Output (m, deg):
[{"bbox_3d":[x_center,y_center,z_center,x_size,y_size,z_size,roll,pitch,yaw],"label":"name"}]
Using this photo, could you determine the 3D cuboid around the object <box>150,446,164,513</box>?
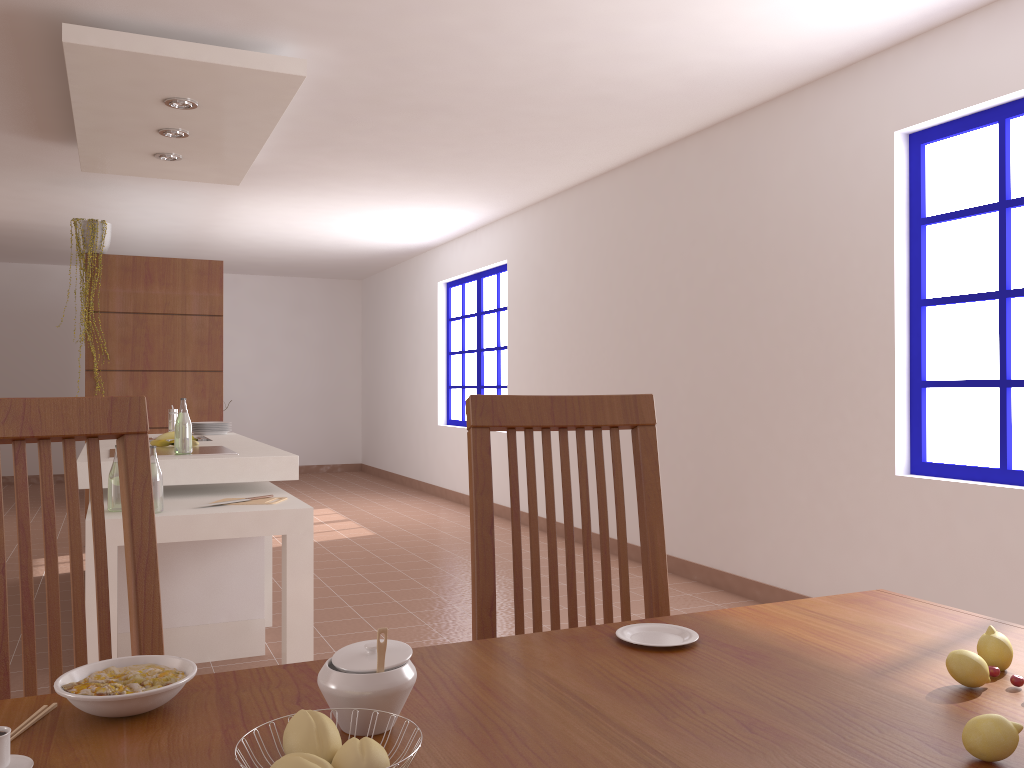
[{"bbox_3d":[-1.239,0.328,3.058,0.071,0.230,0.071,0,0,-43],"label":"object"}]

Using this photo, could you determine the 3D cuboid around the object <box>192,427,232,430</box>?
[{"bbox_3d":[-1.826,0.273,5.366,0.228,0.020,0.228,0,0,-42],"label":"object"}]

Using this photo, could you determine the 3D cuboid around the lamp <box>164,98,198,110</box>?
[{"bbox_3d":[-1.489,-1.280,3.991,0.143,0.059,0.143,0,0,-41],"label":"lamp"}]

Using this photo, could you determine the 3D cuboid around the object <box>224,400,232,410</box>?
[{"bbox_3d":[-3.619,0.579,10.491,0.655,1.112,0.284,0,0,-5],"label":"object"}]

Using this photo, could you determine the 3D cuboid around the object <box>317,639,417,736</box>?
[{"bbox_3d":[-0.142,0.297,0.870,0.096,0.079,0.096,0,0,-29],"label":"object"}]

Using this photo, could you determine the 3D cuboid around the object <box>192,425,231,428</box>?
[{"bbox_3d":[-1.826,0.263,5.366,0.228,0.020,0.228,0,0,-42],"label":"object"}]

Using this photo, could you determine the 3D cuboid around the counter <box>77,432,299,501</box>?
[{"bbox_3d":[-1.689,0.699,4.443,0.821,0.800,2.156,0,0,-24],"label":"counter"}]

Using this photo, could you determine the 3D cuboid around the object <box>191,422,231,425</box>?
[{"bbox_3d":[-1.827,0.242,5.366,0.228,0.020,0.228,0,0,-42],"label":"object"}]

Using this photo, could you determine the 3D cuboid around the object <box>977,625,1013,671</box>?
[{"bbox_3d":[0.571,0.313,1.049,0.038,0.053,0.039,0,0,11],"label":"object"}]

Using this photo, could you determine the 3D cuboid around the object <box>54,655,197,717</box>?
[{"bbox_3d":[-0.398,0.319,0.918,0.136,0.036,0.136,0,0,24],"label":"object"}]

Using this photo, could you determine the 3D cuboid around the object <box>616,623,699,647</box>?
[{"bbox_3d":[0.191,0.334,1.171,0.108,0.008,0.108,0,0,31],"label":"object"}]

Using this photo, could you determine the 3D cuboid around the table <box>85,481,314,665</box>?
[{"bbox_3d":[-1.253,0.769,3.483,0.737,0.647,1.003,0,0,-24],"label":"table"}]

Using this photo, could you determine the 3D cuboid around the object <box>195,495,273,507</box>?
[{"bbox_3d":[-1.027,0.435,3.301,0.041,0.008,0.375,0,0,33],"label":"object"}]

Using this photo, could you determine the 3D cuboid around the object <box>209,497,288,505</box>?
[{"bbox_3d":[-0.992,0.442,3.346,0.266,0.006,0.168,0,0,-7],"label":"object"}]

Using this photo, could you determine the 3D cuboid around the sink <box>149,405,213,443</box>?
[{"bbox_3d":[-1.864,0.296,4.828,0.404,0.368,0.668,0,0,-24],"label":"sink"}]

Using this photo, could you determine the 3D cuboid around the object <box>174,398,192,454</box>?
[{"bbox_3d":[-1.361,0.173,3.672,0.071,0.230,0.071,0,0,-43],"label":"object"}]

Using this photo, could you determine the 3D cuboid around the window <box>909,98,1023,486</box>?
[{"bbox_3d":[2.036,-0.340,2.960,0.035,1.430,1.699,0,0,-24],"label":"window"}]

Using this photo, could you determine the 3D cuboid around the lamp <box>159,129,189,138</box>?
[{"bbox_3d":[-1.697,-1.277,4.451,0.143,0.059,0.143,0,0,4],"label":"lamp"}]

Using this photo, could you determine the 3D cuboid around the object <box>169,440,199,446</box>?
[{"bbox_3d":[-1.562,0.280,4.216,0.207,0.033,0.060,0,0,21],"label":"object"}]

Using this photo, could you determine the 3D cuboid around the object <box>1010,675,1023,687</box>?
[{"bbox_3d":[0.559,0.329,0.981,0.014,0.012,0.014,0,0,-20],"label":"object"}]

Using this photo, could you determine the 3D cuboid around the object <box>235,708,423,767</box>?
[{"bbox_3d":[-0.150,0.315,0.731,0.151,0.041,0.151,0,0,26],"label":"object"}]

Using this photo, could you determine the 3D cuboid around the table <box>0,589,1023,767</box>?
[{"bbox_3d":[-0.024,0.705,0.686,1.800,0.740,0.900,0,0,-24],"label":"table"}]

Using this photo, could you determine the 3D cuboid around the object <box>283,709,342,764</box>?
[{"bbox_3d":[-0.173,0.307,0.768,0.048,0.044,0.055,0,0,-45],"label":"object"}]

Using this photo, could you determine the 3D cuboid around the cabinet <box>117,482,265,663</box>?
[{"bbox_3d":[-1.662,0.748,4.393,0.737,0.700,2.048,0,0,-24],"label":"cabinet"}]

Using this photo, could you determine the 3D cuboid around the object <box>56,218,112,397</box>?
[{"bbox_3d":[-2.897,-0.455,6.072,0.279,1.344,0.297,0,0,25],"label":"object"}]

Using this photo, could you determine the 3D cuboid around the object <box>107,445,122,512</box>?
[{"bbox_3d":[-1.377,0.328,3.103,0.071,0.230,0.071,0,0,-43],"label":"object"}]

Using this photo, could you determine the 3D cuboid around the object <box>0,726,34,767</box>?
[{"bbox_3d":[-0.446,0.317,0.758,0.065,0.037,0.065,0,0,-11],"label":"object"}]

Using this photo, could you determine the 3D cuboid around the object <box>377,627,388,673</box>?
[{"bbox_3d":[-0.124,0.266,0.837,0.010,0.075,0.015,0,0,-24],"label":"object"}]

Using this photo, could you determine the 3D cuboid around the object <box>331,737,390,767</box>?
[{"bbox_3d":[-0.127,0.313,0.739,0.048,0.033,0.060,0,0,-25],"label":"object"}]

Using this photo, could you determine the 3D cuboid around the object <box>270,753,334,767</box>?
[{"bbox_3d":[-0.167,0.313,0.708,0.061,0.032,0.048,0,0,35],"label":"object"}]

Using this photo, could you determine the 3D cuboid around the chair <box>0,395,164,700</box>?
[{"bbox_3d":[-0.486,0.546,1.002,0.444,1.063,0.574,0,0,-44],"label":"chair"}]

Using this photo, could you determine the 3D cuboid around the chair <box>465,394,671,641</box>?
[{"bbox_3d":[0.150,0.547,1.287,0.444,1.063,0.574,0,0,-14],"label":"chair"}]

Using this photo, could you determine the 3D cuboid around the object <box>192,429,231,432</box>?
[{"bbox_3d":[-1.826,0.283,5.366,0.228,0.020,0.228,0,0,-42],"label":"object"}]

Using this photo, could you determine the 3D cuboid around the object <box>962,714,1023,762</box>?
[{"bbox_3d":[0.426,0.315,0.790,0.041,0.041,0.042,0,0,-38],"label":"object"}]

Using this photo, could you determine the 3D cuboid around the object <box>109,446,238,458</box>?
[{"bbox_3d":[-1.476,0.293,3.846,0.493,0.006,0.551,0,0,-24],"label":"object"}]

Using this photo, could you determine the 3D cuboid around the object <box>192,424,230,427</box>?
[{"bbox_3d":[-1.827,0.253,5.366,0.228,0.020,0.228,0,0,-42],"label":"object"}]

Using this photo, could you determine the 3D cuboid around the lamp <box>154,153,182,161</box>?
[{"bbox_3d":[-1.901,-1.274,4.907,0.143,0.059,0.143,0,0,4],"label":"lamp"}]

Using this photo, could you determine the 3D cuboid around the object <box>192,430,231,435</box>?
[{"bbox_3d":[-1.826,0.293,5.366,0.228,0.020,0.228,0,0,-42],"label":"object"}]

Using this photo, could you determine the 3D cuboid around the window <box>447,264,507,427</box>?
[{"bbox_3d":[-0.293,-0.308,8.161,0.035,1.430,1.699,0,0,-24],"label":"window"}]

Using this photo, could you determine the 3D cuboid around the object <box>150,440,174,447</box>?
[{"bbox_3d":[-1.668,0.280,4.197,0.060,0.033,0.207,0,0,-44],"label":"object"}]

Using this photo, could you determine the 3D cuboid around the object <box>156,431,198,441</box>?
[{"bbox_3d":[-1.589,0.253,4.229,0.047,0.055,0.207,0,0,43],"label":"object"}]

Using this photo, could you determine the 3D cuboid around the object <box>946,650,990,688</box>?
[{"bbox_3d":[0.505,0.315,0.983,0.042,0.041,0.041,0,0,41],"label":"object"}]
